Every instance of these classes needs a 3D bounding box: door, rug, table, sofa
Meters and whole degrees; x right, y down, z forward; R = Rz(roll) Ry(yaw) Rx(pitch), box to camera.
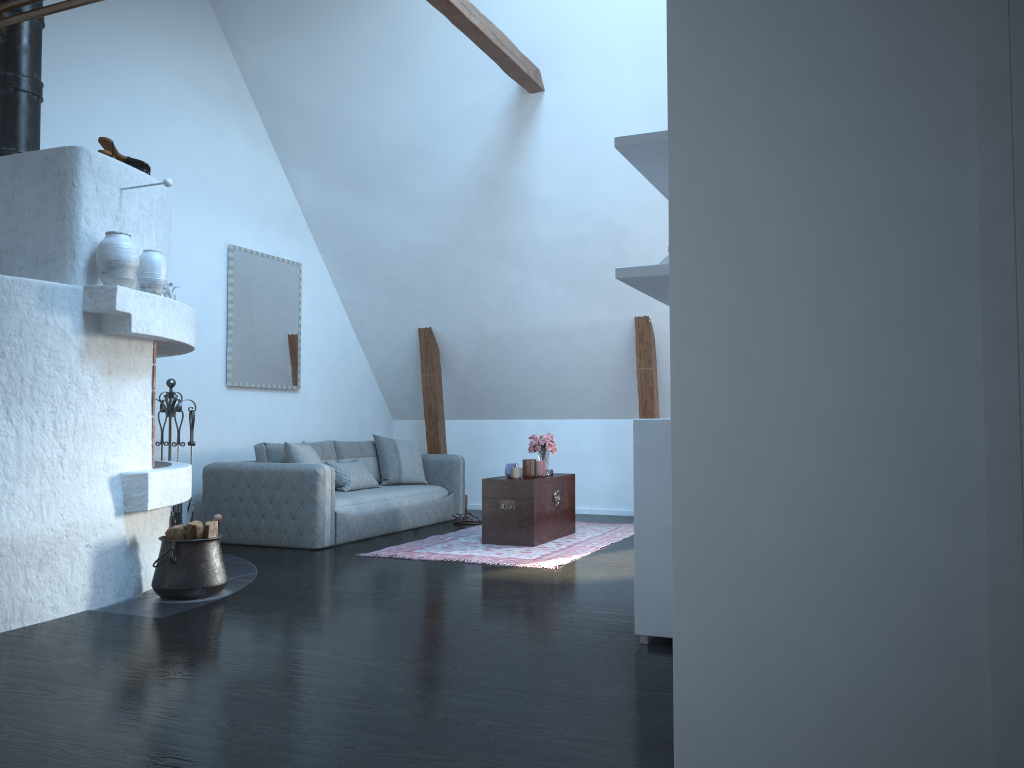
[{"bbox_3d":[0.719,-0.116,0.551,0.170,2.074,0.974,1,-3,-20],"label":"door"},{"bbox_3d":[0.126,1.212,6.990,1.512,0.029,2.647,-1,-3,23],"label":"rug"},{"bbox_3d":[0.157,0.974,7.019,0.471,0.492,0.962,-1,-3,23],"label":"table"},{"bbox_3d":[-1.420,0.873,7.703,1.107,0.770,2.458,-1,-3,23],"label":"sofa"}]

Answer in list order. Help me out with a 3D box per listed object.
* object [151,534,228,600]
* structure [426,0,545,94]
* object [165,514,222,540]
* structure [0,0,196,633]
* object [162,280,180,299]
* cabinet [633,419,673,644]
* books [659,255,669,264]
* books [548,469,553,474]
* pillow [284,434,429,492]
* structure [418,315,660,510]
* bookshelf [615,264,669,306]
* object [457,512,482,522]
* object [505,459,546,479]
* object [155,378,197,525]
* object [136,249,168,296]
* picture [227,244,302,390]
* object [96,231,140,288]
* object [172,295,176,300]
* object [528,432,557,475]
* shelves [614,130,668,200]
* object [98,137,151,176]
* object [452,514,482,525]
[{"bbox_3d":[-1.717,0.970,4.735,0.384,0.313,0.384,2,-3,-40],"label":"object"},{"bbox_3d":[1.355,-2.731,2.981,15.910,3.562,10.230,-2,-3,29],"label":"structure"},{"bbox_3d":[-1.705,0.887,4.720,0.270,0.370,0.240,-1,-3,23],"label":"object"},{"bbox_3d":[-3.324,-1.204,5.009,3.049,4.752,3.058,-2,-3,32],"label":"structure"},{"bbox_3d":[-1.932,-0.528,4.962,0.064,0.114,0.161,-1,-3,26],"label":"object"},{"bbox_3d":[0.949,0.617,3.940,0.638,0.921,0.869,-1,-3,23],"label":"cabinet"},{"bbox_3d":[0.648,-0.429,3.118,0.227,0.024,0.166,0,-3,-3],"label":"books"},{"bbox_3d":[0.220,0.732,7.404,0.243,0.034,0.179,0,-3,1],"label":"books"},{"bbox_3d":[-1.323,0.696,7.691,0.444,0.515,2.075,-1,-3,23],"label":"pillow"},{"bbox_3d":[4.908,0.235,6.845,12.350,1.963,1.023,-1,-3,23],"label":"structure"},{"bbox_3d":[0.709,-0.359,3.202,0.478,0.038,0.741,-1,-3,23],"label":"bookshelf"},{"bbox_3d":[-0.380,1.230,8.184,0.277,0.090,0.101,1,-3,-20],"label":"object"},{"bbox_3d":[0.077,0.661,6.942,0.215,0.138,0.413,-2,-3,35],"label":"object"},{"bbox_3d":[-2.462,0.581,6.379,0.376,1.245,0.376,0,-3,3],"label":"object"},{"bbox_3d":[-1.941,-0.582,4.779,0.158,0.274,0.158,1,-3,-28],"label":"object"},{"bbox_3d":[-2.173,-0.558,7.845,0.025,1.185,0.965,-1,-3,23],"label":"picture"},{"bbox_3d":[-2.013,-0.613,4.529,0.203,0.314,0.203,0,-3,7],"label":"object"},{"bbox_3d":[-2.327,-0.513,6.006,0.092,0.180,0.092,2,-3,-39],"label":"object"},{"bbox_3d":[0.247,0.568,7.260,0.235,0.351,0.234,1,-3,-17],"label":"object"},{"bbox_3d":[0.879,-0.783,3.618,0.478,0.038,1.604,-1,-3,23],"label":"shelves"},{"bbox_3d":[-2.200,-1.224,5.017,0.311,0.094,0.783,-1,-3,9],"label":"object"},{"bbox_3d":[-0.412,1.222,8.027,0.277,0.090,0.101,-1,-3,12],"label":"object"}]
